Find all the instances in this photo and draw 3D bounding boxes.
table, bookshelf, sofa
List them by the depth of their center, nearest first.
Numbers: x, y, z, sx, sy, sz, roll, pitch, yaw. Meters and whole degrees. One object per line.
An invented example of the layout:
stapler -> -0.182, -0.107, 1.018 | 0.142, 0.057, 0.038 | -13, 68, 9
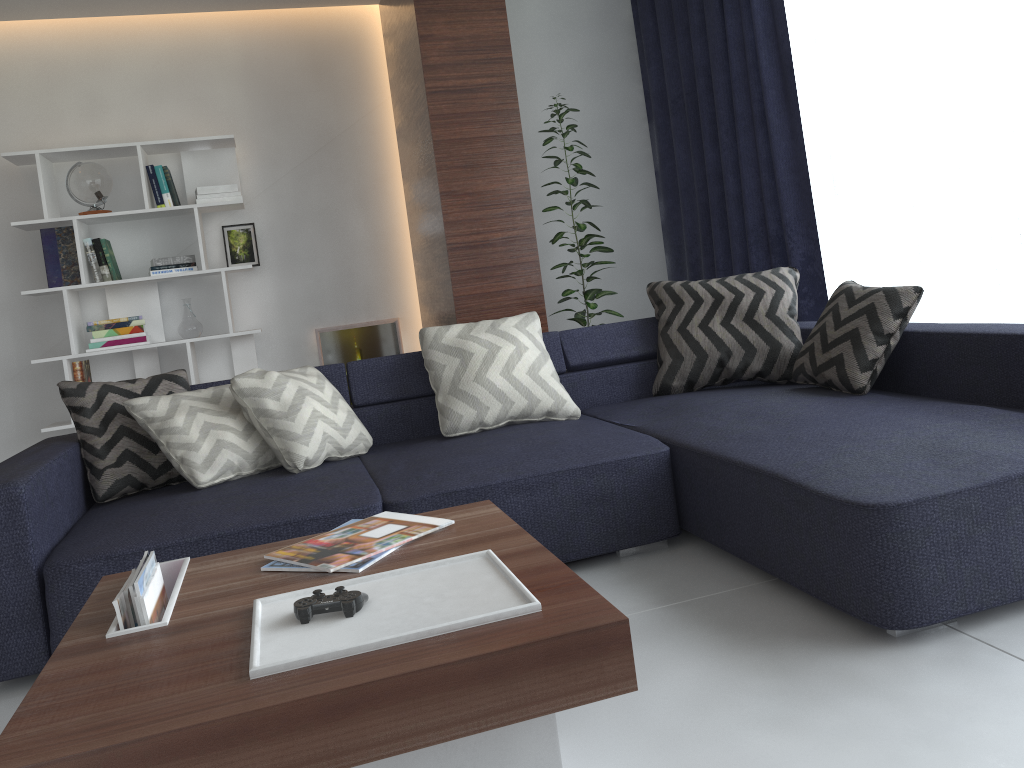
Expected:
table -> -0.308, 0.512, 1.487 | 0.803, 0.351, 0.807 | -9, 6, -15
sofa -> 0.046, 0.221, 2.510 | 2.881, 0.606, 1.904 | -9, 6, -15
bookshelf -> -1.989, -0.385, 4.839 | 1.154, 1.814, 0.300 | -8, 2, -15

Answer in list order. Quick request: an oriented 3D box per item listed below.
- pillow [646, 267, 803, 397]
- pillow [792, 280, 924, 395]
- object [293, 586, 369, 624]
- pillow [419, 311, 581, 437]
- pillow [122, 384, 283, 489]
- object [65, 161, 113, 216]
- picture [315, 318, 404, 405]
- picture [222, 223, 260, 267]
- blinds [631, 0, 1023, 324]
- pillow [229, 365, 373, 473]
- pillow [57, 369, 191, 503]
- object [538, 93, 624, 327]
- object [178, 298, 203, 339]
pillow -> 0.833, -0.168, 3.410 | 0.596, 0.517, 0.358 | -6, 3, 15
pillow -> 1.126, -0.161, 2.922 | 0.287, 0.343, 0.416 | -8, 4, -10
object -> -0.281, 0.335, 1.361 | 0.112, 0.036, 0.071 | -8, 5, -2
pillow -> -0.058, -0.040, 3.167 | 0.496, 0.387, 0.343 | -9, 4, -15
pillow -> -0.953, 0.155, 2.829 | 0.329, 0.293, 0.419 | -4, 6, 37
object -> -2.253, -1.005, 4.731 | 0.234, 0.382, 0.221 | -7, 3, 5
picture -> -0.871, -0.016, 5.264 | 0.502, 0.697, 0.083 | -8, 2, -15
picture -> -1.562, -0.795, 5.092 | 0.182, 0.255, 0.059 | -8, 2, -15
blinds -> -0.693, -0.684, 1.737 | 5.812, 2.761, 7.159 | -9, 6, -11
pillow -> -0.690, 0.101, 2.929 | 0.279, 0.350, 0.422 | -6, 5, 28
pillow -> -1.198, 0.147, 2.865 | 0.220, 0.384, 0.418 | -5, 5, 45
object -> 0.382, -0.732, 5.016 | 0.501, 1.839, 0.487 | -6, 2, 44
object -> -1.776, -0.359, 4.857 | 0.132, 0.219, 0.132 | -8, 3, -9
